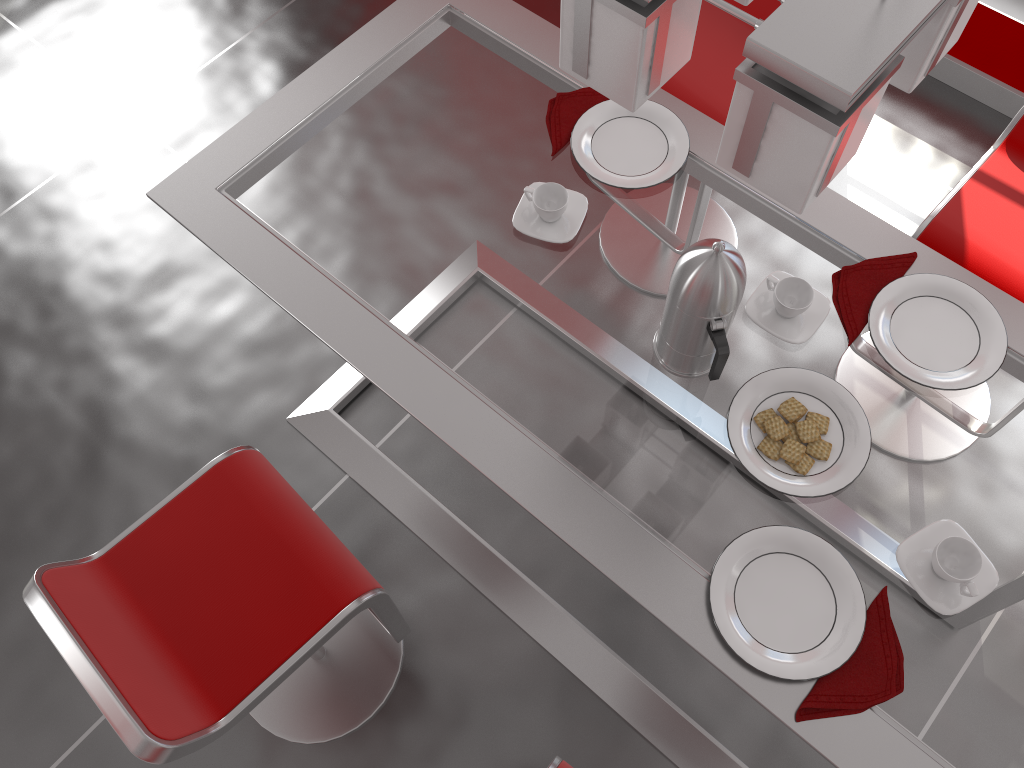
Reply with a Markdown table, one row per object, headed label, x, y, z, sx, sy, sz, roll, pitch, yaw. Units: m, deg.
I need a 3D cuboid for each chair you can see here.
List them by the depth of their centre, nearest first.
| label | x | y | z | sx | sy | sz | roll | pitch | yaw |
| --- | --- | --- | --- | --- | --- | --- | --- | --- | --- |
| chair | 0.115 | 0.982 | 1.558 | 0.418 | 0.857 | 0.460 | 33 | 69 | 17 |
| chair | -0.509 | 0.493 | 1.823 | 0.460 | 0.857 | 0.418 | -41 | 69 | -17 |
| chair | 1.118 | -0.181 | 2.109 | 0.418 | 0.857 | 0.460 | 40 | 71 | 19 |
| chair | 0.485 | -0.649 | 2.363 | 0.460 | 0.857 | 0.418 | -38 | 68 | -16 |

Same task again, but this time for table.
| label | x | y | z | sx | sy | sz | roll | pitch | yaw |
| --- | --- | --- | --- | --- | --- | --- | --- | --- | --- |
| table | 0.251 | 0.101 | 1.915 | 1.700 | 1.000 | 0.800 | 38 | 70 | 18 |

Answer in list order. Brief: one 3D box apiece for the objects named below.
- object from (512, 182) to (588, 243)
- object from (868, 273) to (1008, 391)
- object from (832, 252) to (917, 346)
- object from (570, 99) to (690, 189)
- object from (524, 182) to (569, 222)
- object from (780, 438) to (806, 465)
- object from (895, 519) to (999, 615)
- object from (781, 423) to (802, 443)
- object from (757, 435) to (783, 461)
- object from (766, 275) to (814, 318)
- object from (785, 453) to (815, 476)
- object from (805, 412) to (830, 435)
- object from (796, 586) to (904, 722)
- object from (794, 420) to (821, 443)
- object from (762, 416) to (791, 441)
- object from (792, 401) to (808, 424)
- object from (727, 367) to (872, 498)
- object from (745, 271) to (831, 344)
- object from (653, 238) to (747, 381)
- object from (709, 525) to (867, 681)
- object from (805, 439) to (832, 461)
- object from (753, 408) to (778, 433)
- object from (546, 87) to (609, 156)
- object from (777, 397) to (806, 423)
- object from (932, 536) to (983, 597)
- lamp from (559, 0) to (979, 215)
| label | x | y | z | sx | sy | sz | roll | pitch | yaw |
| --- | --- | --- | --- | --- | --- | --- | --- | --- | --- |
| object | 0.067 | -0.297 | 1.553 | 0.119 | 0.016 | 0.119 | 19 | 65 | 11 |
| object | 0.681 | -0.084 | 1.426 | 0.217 | 0.015 | 0.217 | 15 | 65 | 9 |
| object | 0.579 | -0.166 | 1.472 | 0.095 | 0.012 | 0.234 | 36 | 70 | 18 |
| object | 0.215 | -0.438 | 1.618 | 0.217 | 0.015 | 0.217 | -23 | 65 | -9 |
| object | 0.063 | -0.314 | 1.535 | 0.062 | 0.049 | 0.078 | -24 | 65 | -10 |
| object | 0.423 | 0.101 | 1.336 | 0.034 | 0.006 | 0.036 | 26 | 67 | 14 |
| object | 0.613 | 0.260 | 1.257 | 0.119 | 0.016 | 0.119 | -27 | 66 | -11 |
| object | 0.426 | 0.078 | 1.355 | 0.034 | 0.006 | 0.036 | -29 | 66 | -12 |
| object | 0.395 | 0.097 | 1.346 | 0.036 | 0.006 | 0.034 | 37 | 70 | 18 |
| object | 0.449 | -0.141 | 1.436 | 0.062 | 0.049 | 0.078 | -8 | 63 | -2 |
| object | 0.434 | 0.117 | 1.335 | 0.036 | 0.006 | 0.034 | 38 | 70 | 18 |
| object | 0.468 | 0.060 | 1.362 | 0.036 | 0.006 | 0.034 | 18 | 65 | 10 |
| object | 0.483 | 0.389 | 1.197 | 0.095 | 0.012 | 0.234 | 38 | 70 | 18 |
| object | 0.450 | 0.072 | 1.350 | 0.034 | 0.006 | 0.036 | -11 | 64 | -4 |
| object | 0.404 | 0.068 | 1.354 | 0.034 | 0.006 | 0.036 | -23 | 65 | -10 |
| object | 0.436 | 0.041 | 1.373 | 0.036 | 0.006 | 0.034 | -42 | 69 | -17 |
| object | 0.436 | 0.073 | 1.355 | 0.217 | 0.015 | 0.217 | -11 | 64 | -4 |
| object | 0.451 | -0.123 | 1.454 | 0.119 | 0.016 | 0.119 | 35 | 70 | 18 |
| object | 0.291 | -0.112 | 1.300 | 0.113 | 0.287 | 0.149 | -38 | 68 | -16 |
| object | 0.384 | 0.304 | 1.241 | 0.217 | 0.015 | 0.217 | -12 | 64 | -4 |
| object | 0.465 | 0.098 | 1.343 | 0.036 | 0.006 | 0.034 | 22 | 66 | 12 |
| object | 0.394 | 0.056 | 1.367 | 0.036 | 0.006 | 0.034 | -25 | 65 | -11 |
| object | 0.113 | -0.519 | 1.664 | 0.095 | 0.012 | 0.234 | 36 | 70 | 18 |
| object | 0.431 | 0.040 | 1.367 | 0.036 | 0.006 | 0.034 | -34 | 67 | -14 |
| object | 0.619 | 0.254 | 1.233 | 0.078 | 0.049 | 0.062 | 37 | 70 | 18 |
| lamp | 0.246 | -0.578 | 0.479 | 0.304 | 1.025 | 0.304 | 38 | 70 | 18 |
